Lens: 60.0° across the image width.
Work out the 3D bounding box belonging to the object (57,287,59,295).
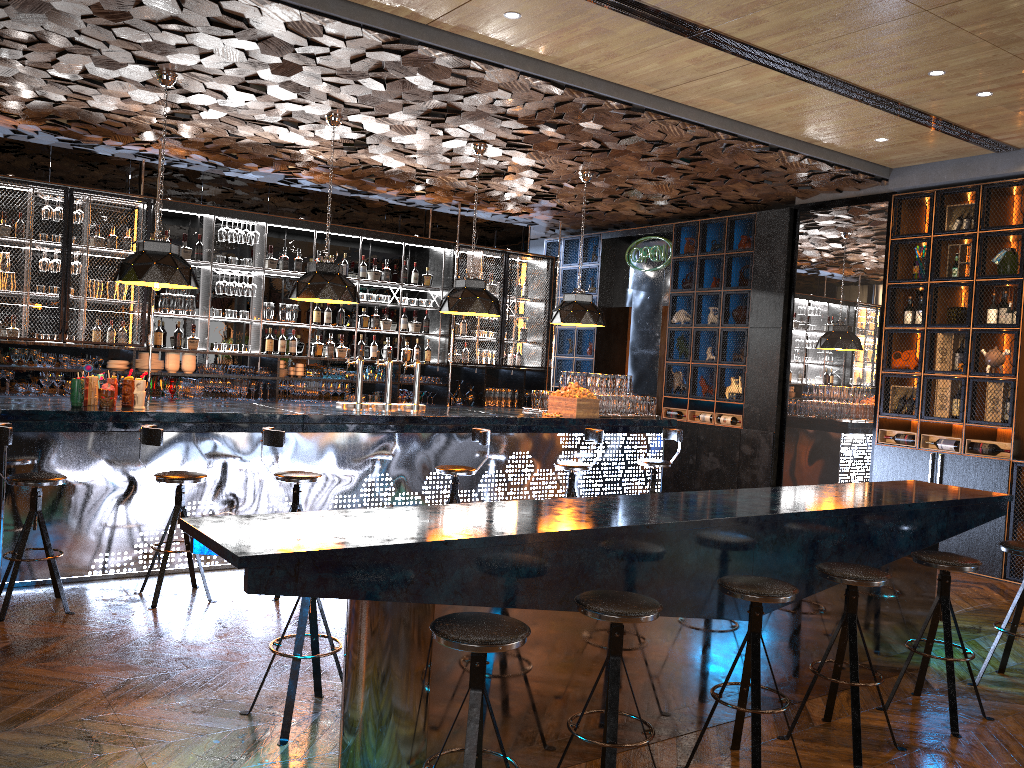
[{"bbox_3d":[-4.450,-0.905,8.696,0.077,0.080,0.077,4,2,19],"label":"object"}]

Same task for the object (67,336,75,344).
[{"bbox_3d":[-4.328,-0.432,8.694,0.077,0.080,0.077,5,2,43],"label":"object"}]

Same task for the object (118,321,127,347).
[{"bbox_3d":[-3.955,-0.509,9.004,0.075,0.260,0.075,4,1,13],"label":"object"}]

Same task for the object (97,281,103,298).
[{"bbox_3d":[-4.149,-0.944,8.885,0.092,0.182,0.092,2,2,-40],"label":"object"}]

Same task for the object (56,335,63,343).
[{"bbox_3d":[-4.435,-0.438,8.685,0.077,0.080,0.077,4,2,20],"label":"object"}]

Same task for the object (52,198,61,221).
[{"bbox_3d":[-4.439,-1.699,8.652,0.081,0.213,0.081,3,2,-30],"label":"object"}]

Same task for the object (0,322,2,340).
[{"bbox_3d":[-4.842,-0.545,8.338,0.075,0.260,0.075,3,1,-2],"label":"object"}]

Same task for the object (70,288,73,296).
[{"bbox_3d":[-4.310,-0.895,8.610,0.077,0.080,0.077,2,2,-40],"label":"object"}]

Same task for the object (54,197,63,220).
[{"bbox_3d":[-4.356,-1.691,8.534,0.081,0.213,0.081,3,2,-30],"label":"object"}]

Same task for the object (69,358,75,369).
[{"bbox_3d":[-4.263,-0.199,8.625,0.078,0.103,0.078,4,1,7],"label":"object"}]

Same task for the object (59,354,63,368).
[{"bbox_3d":[-4.381,-0.221,8.649,0.074,0.131,0.074,3,2,-23],"label":"object"}]

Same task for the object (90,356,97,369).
[{"bbox_3d":[-4.196,-0.216,8.891,0.074,0.131,0.074,3,2,-23],"label":"object"}]

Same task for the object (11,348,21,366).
[{"bbox_3d":[-4.682,-0.252,8.359,0.087,0.170,0.087,4,1,15],"label":"object"}]

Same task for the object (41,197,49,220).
[{"bbox_3d":[-4.518,-1.702,8.596,0.081,0.213,0.081,3,2,-30],"label":"object"}]

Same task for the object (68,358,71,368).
[{"bbox_3d":[-4.318,-0.204,8.698,0.078,0.103,0.078,4,1,7],"label":"object"}]

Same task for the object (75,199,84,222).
[{"bbox_3d":[-4.212,-1.685,8.637,0.081,0.213,0.081,3,2,-30],"label":"object"}]

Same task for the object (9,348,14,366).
[{"bbox_3d":[-4.750,-0.258,8.455,0.087,0.170,0.087,4,1,15],"label":"object"}]

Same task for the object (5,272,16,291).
[{"bbox_3d":[-4.739,-0.966,8.387,0.092,0.182,0.092,2,2,-40],"label":"object"}]

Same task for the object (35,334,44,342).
[{"bbox_3d":[-4.540,-0.441,8.520,0.077,0.080,0.077,3,1,4],"label":"object"}]

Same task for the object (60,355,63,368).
[{"bbox_3d":[-4.330,-0.217,8.579,0.074,0.131,0.074,3,2,-23],"label":"object"}]

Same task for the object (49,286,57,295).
[{"bbox_3d":[-4.443,-0.902,8.581,0.077,0.080,0.077,4,2,33],"label":"object"}]

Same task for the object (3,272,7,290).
[{"bbox_3d":[-4.804,-0.971,8.459,0.092,0.182,0.092,2,2,-40],"label":"object"}]

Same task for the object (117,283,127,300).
[{"bbox_3d":[-3.925,-0.931,8.925,0.092,0.182,0.092,2,2,-40],"label":"object"}]

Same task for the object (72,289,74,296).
[{"bbox_3d":[-4.368,-0.902,8.762,0.077,0.080,0.077,2,2,-40],"label":"object"}]

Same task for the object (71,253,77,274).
[{"bbox_3d":[-4.325,-1.193,8.767,0.081,0.213,0.081,3,2,-30],"label":"object"}]

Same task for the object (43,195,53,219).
[{"bbox_3d":[-4.435,-1.694,8.479,0.081,0.213,0.081,3,2,-30],"label":"object"}]

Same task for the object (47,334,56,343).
[{"bbox_3d":[-4.448,-0.436,8.570,0.077,0.080,0.077,5,2,40],"label":"object"}]

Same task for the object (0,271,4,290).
[{"bbox_3d":[-4.827,-0.970,8.338,0.092,0.182,0.092,2,2,-40],"label":"object"}]

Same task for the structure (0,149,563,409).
[{"bbox_3d":[-2.262,-0.505,9.967,6.750,3.553,1.143,2,2,-35],"label":"structure"}]

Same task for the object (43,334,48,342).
[{"bbox_3d":[-4.570,-0.446,8.680,0.077,0.080,0.077,3,1,4],"label":"object"}]

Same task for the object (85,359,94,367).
[{"bbox_3d":[-4.111,-0.188,8.622,0.078,0.099,0.078,4,2,22],"label":"object"}]

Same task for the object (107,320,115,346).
[{"bbox_3d":[-4.051,-0.514,8.961,0.075,0.260,0.075,4,1,13],"label":"object"}]

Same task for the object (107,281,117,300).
[{"bbox_3d":[-4.014,-0.936,8.888,0.092,0.182,0.092,2,2,-40],"label":"object"}]

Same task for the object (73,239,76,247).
[{"bbox_3d":[-4.358,-1.399,8.769,0.077,0.080,0.077,3,1,0],"label":"object"}]

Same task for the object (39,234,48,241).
[{"bbox_3d":[-4.512,-1.403,8.540,0.077,0.080,0.077,2,2,-45],"label":"object"}]

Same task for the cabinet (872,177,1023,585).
[{"bbox_3d":[5.116,0.021,7.097,0.691,3.514,4.416,2,2,-35],"label":"cabinet"}]

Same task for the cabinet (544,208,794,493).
[{"bbox_3d":[1.874,-0.284,11.673,0.691,3.514,4.416,2,2,-35],"label":"cabinet"}]

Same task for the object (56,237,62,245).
[{"bbox_3d":[-4.441,-1.402,8.697,0.077,0.080,0.077,4,2,20],"label":"object"}]

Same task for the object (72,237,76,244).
[{"bbox_3d":[-4.287,-1.391,8.622,0.077,0.080,0.077,3,1,0],"label":"object"}]

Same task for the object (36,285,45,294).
[{"bbox_3d":[-4.547,-0.908,8.554,0.077,0.080,0.077,3,2,-24],"label":"object"}]

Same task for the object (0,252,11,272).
[{"bbox_3d":[-4.781,-1.150,8.366,0.092,0.182,0.092,2,2,-40],"label":"object"}]

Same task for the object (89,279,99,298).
[{"bbox_3d":[-4.136,-0.940,8.772,0.092,0.182,0.092,2,2,-40],"label":"object"}]

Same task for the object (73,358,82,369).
[{"bbox_3d":[-4.196,-0.194,8.570,0.078,0.103,0.078,4,1,7],"label":"object"}]

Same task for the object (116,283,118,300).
[{"bbox_3d":[-3.971,-0.936,9.008,0.092,0.182,0.092,2,2,-40],"label":"object"}]

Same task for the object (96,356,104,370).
[{"bbox_3d":[-4.070,-0.206,8.763,0.074,0.131,0.074,3,2,-23],"label":"object"}]

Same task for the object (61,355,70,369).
[{"bbox_3d":[-4.282,-0.212,8.506,0.074,0.131,0.074,3,2,-23],"label":"object"}]

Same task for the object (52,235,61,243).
[{"bbox_3d":[-4.414,-1.398,8.585,0.077,0.080,0.077,3,1,0],"label":"object"}]

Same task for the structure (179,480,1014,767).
[{"bbox_3d":[0.941,1.098,4.468,4.941,0.998,0.673,2,2,-35],"label":"structure"}]

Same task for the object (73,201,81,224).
[{"bbox_3d":[-4.295,-1.693,8.754,0.081,0.213,0.081,3,2,-30],"label":"object"}]

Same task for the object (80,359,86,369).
[{"bbox_3d":[-4.190,-0.194,8.677,0.078,0.099,0.078,4,2,22],"label":"object"}]

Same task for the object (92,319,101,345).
[{"bbox_3d":[-4.150,-0.516,8.863,0.075,0.261,0.075,4,1,13],"label":"object"}]

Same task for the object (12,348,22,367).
[{"bbox_3d":[-4.613,-0.246,8.262,0.087,0.170,0.087,4,1,15],"label":"object"}]

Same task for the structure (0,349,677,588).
[{"bbox_3d":[-1.130,0.550,7.800,6.009,1.685,1.214,2,2,-35],"label":"structure"}]

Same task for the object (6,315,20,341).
[{"bbox_3d":[-4.736,-0.532,8.426,0.108,0.244,0.108,3,2,-22],"label":"object"}]
